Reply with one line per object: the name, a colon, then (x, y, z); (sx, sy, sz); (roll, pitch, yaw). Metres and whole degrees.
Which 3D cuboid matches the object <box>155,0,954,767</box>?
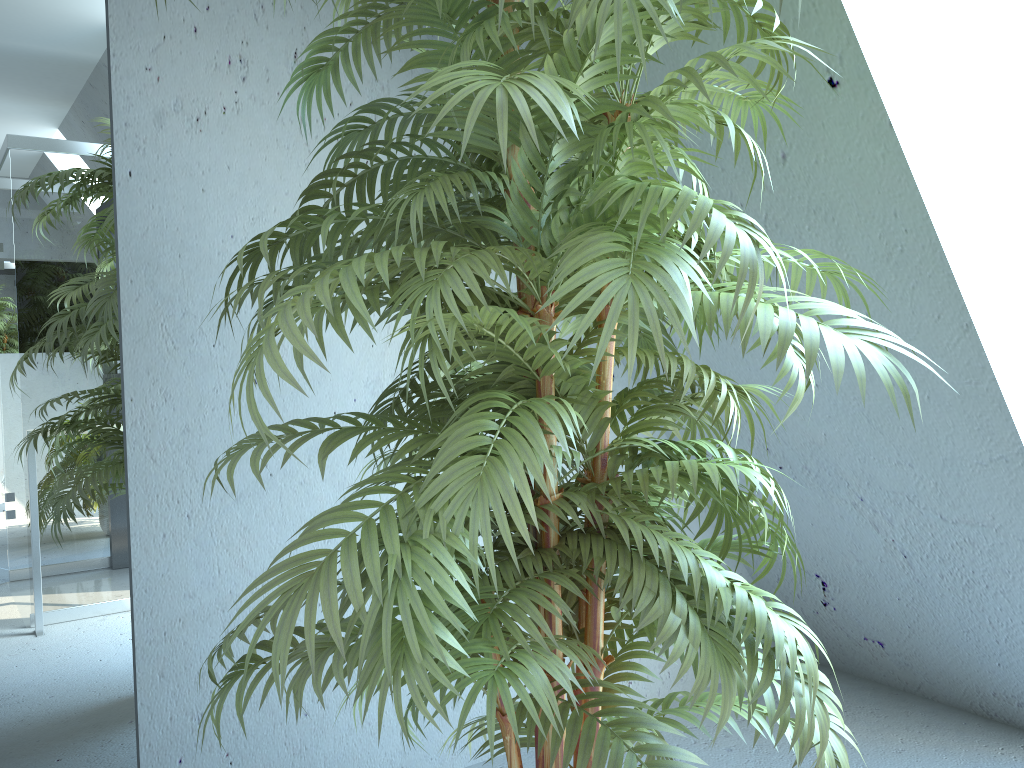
object: (0.062, 0.063, 1.281); (0.980, 2.034, 1.020); (-1, 2, 15)
